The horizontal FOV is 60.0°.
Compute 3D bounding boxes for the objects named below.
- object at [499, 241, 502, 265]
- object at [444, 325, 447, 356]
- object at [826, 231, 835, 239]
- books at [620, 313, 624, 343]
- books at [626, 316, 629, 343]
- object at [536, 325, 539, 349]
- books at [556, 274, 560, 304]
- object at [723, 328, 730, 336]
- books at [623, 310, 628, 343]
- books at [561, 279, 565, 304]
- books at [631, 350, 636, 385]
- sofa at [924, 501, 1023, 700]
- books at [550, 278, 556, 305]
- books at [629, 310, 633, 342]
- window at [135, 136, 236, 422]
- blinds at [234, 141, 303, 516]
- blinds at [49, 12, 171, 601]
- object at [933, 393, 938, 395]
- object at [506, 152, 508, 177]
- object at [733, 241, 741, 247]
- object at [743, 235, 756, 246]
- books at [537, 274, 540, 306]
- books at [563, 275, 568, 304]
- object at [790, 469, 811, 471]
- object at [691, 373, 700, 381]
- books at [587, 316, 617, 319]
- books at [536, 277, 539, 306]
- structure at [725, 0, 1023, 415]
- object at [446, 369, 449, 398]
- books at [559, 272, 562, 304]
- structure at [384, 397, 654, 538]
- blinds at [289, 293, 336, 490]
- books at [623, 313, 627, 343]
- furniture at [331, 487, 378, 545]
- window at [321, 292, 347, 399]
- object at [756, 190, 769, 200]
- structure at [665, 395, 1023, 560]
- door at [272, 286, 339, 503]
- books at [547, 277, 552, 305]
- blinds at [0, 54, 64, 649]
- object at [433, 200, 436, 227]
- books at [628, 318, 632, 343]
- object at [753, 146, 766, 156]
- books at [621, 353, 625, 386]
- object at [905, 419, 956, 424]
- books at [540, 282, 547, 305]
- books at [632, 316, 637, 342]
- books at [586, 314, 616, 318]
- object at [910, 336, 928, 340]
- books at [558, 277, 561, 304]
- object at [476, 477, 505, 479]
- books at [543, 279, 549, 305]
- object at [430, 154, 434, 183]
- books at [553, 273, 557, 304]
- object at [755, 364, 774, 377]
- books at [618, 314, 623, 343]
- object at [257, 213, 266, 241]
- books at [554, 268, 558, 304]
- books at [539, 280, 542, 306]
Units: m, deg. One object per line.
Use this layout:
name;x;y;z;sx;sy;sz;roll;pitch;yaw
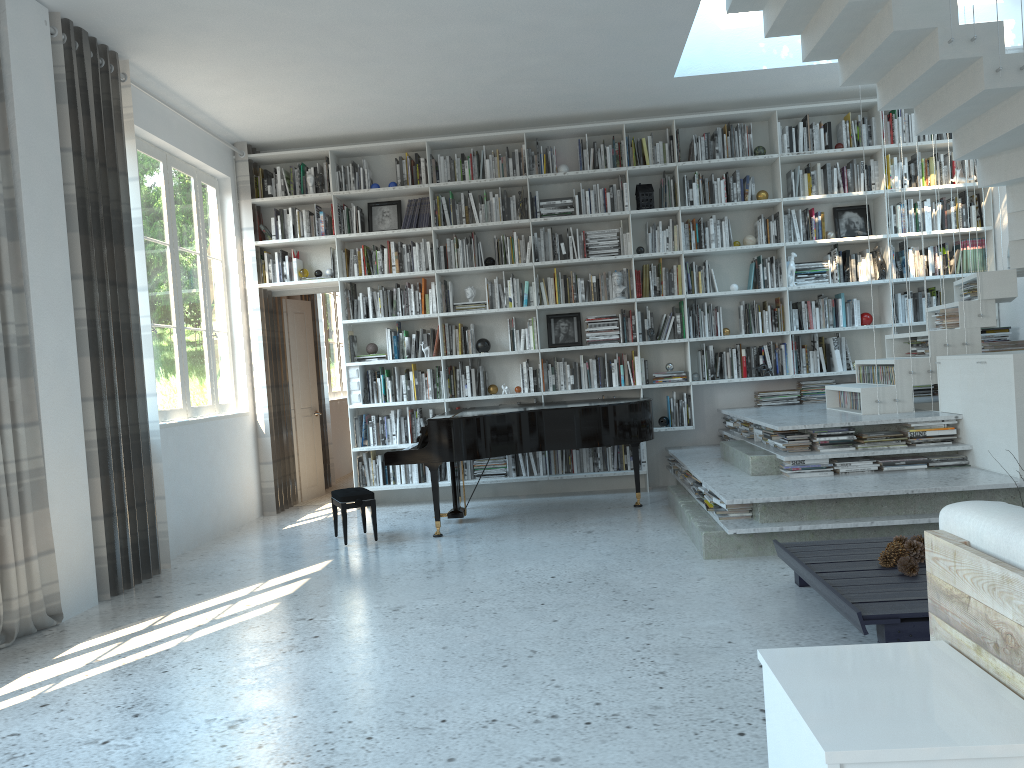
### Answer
object;-0.094;-1.128;7.748;0.010;0.225;0.142;-4;1;4
object;-0.573;-0.379;7.810;0.012;0.270;0.130;-4;1;4
object;2.685;-1.253;7.512;0.091;0.092;0.091;-5;2;-37
books;0.952;-0.479;7.681;0.011;0.261;0.184;-4;1;4
books;1.000;-0.469;7.695;0.013;0.232;0.134;-4;1;4
object;0.230;-0.407;7.760;0.017;0.216;0.103;-4;1;4
books;0.401;-0.812;7.685;0.015;0.267;0.189;-4;1;4
object;1.836;-0.446;7.612;0.071;0.072;0.071;-5;2;-37
books;0.986;-0.496;7.689;0.011;0.288;0.152;-4;1;4
books;0.445;-0.797;7.721;0.024;0.228;0.147;-4;1;4
books;1.056;-0.140;7.698;0.011;0.300;0.149;-4;1;4
sofa;1.983;0.520;1.498;2.195;0.854;0.871;-4;1;4
books;0.359;-0.796;7.720;0.029;0.240;0.155;-4;1;4
books;1.029;-0.494;7.673;0.011;0.279;0.186;-4;1;4
window;-2.483;-0.728;6.592;0.073;2.010;1.982;-4;1;4
blinds;-2.199;-0.475;8.027;0.140;3.232;0.776;-4;2;4
blinds;-2.384;-0.419;5.242;0.140;3.232;0.776;-4;2;4
object;3.769;0.070;7.529;0.368;0.007;0.205;-4;1;14
object;-0.037;-1.877;7.711;0.010;0.247;0.157;-4;1;4
object;1.917;-1.188;7.570;0.068;0.068;0.068;-4;1;-18
object;2.032;-1.217;7.584;0.111;0.113;0.111;-4;1;-18
books;0.235;-0.809;7.739;0.010;0.282;0.140;-4;1;4
books;0.470;-0.814;7.724;0.028;0.259;0.134;-4;1;4
object;1.814;0.520;5.487;0.204;0.004;0.139;-4;1;7
object;1.582;-0.062;7.637;0.071;0.072;0.071;-5;2;-37
books;0.778;-0.573;7.695;0.254;0.012;0.161;-4;1;1
books;0.225;-0.794;7.731;0.012;0.254;0.161;-4;1;4
structure;2.558;-1.175;5.751;2.614;3.383;1.953;-4;1;4
object;-0.559;-0.004;7.809;0.012;0.254;0.161;-4;1;4
books;0.424;-0.821;7.698;0.010;0.281;0.170;-4;1;4
structure;0.135;0.588;6.657;1.918;0.833;1.334;-4;1;4
blinds;-2.121;-0.499;9.202;0.140;3.232;0.776;-4;2;4
books;0.975;-0.479;7.691;0.013;0.256;0.162;-4;1;4
furniture;-1.113;0.914;6.241;0.240;0.353;0.467;-5;1;-21
window;-2.221;-0.808;10.549;0.073;2.010;1.982;-4;1;4
object;2.113;-1.584;7.485;0.100;0.102;0.100;-4;1;-18
structure;2.566;0.517;6.188;2.899;0.659;3.111;-4;1;4
door;-1.788;0.120;8.444;0.834;1.981;0.786;-4;2;4
books;0.331;-0.798;7.728;0.026;0.248;0.139;-4;1;4
blinds;-2.469;-0.411;3.913;0.183;3.262;1.025;-4;2;3
object;-0.662;-1.469;7.768;0.012;0.254;0.161;-4;1;4
books;1.017;-0.463;7.693;0.021;0.217;0.132;-4;1;4
object;2.086;-1.952;7.469;0.104;0.105;0.104;-5;2;-37
books;0.968;-0.126;7.713;0.010;0.284;0.132;-4;1;4
object;2.583;0.220;5.532;0.284;0.030;0.177;-4;1;4
books;0.279;-0.775;7.711;0.053;0.209;0.156;-4;1;4
books;1.053;-0.471;7.662;0.034;0.229;0.199;-4;1;4
books;0.776;-0.585;7.693;0.254;0.012;0.161;-4;1;8
object;3.047;-0.343;6.549;0.161;0.025;0.174;-4;1;8
books;0.417;-0.803;7.717;0.010;0.245;0.149;-4;1;4
object;-0.180;0.818;7.805;0.254;0.007;0.161;-4;1;7
books;0.297;-0.793;7.721;0.042;0.242;0.162;-4;1;4
object;-0.689;-1.851;7.758;0.012;0.285;0.159;-4;1;4
books;0.378;-0.820;7.730;0.010;0.284;0.136;-4;1;4
object;2.116;-0.115;7.451;0.160;0.114;0.064;-4;1;-9
books;0.940;-0.475;7.685;0.012;0.254;0.161;-4;1;4
object;-2.234;-1.380;7.860;0.035;0.295;0.176;-4;1;4
books;0.386;-0.837;7.686;0.014;0.317;0.188;-4;1;4
books;0.247;-0.786;7.738;0.011;0.235;0.141;-4;1;4
